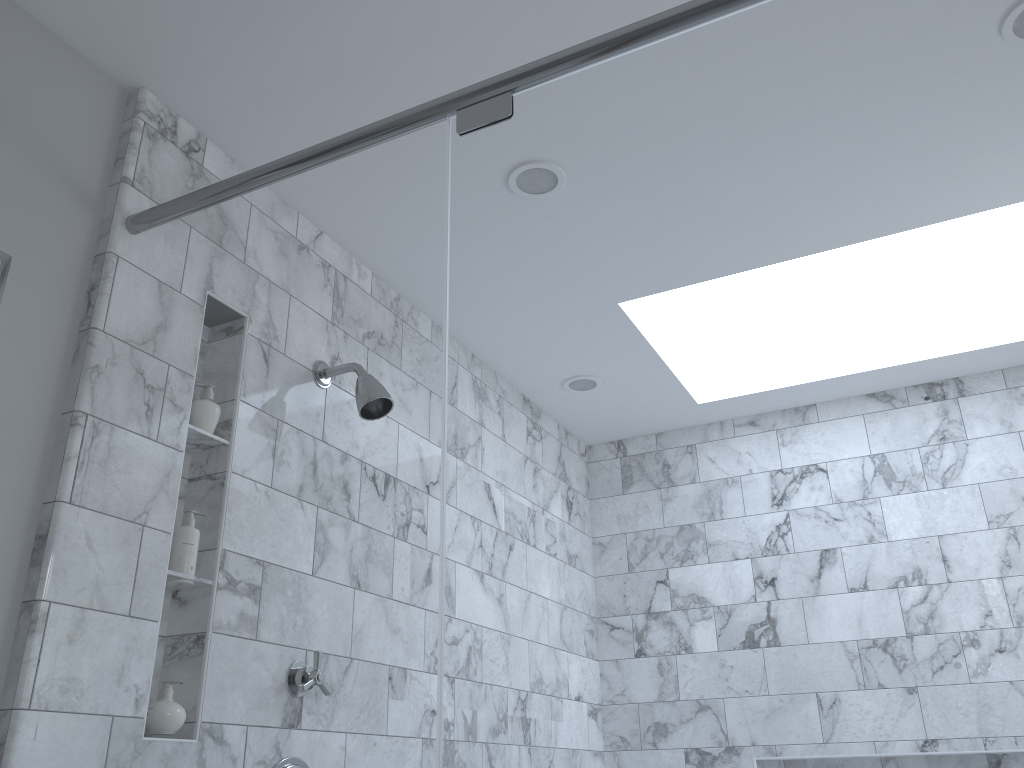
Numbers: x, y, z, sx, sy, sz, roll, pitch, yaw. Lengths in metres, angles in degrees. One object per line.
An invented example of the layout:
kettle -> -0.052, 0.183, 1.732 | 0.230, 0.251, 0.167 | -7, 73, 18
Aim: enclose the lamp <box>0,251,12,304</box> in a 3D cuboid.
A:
lamp -> -0.872, -0.110, 1.320 | 0.091, 0.266, 0.175 | -13, -27, 24
